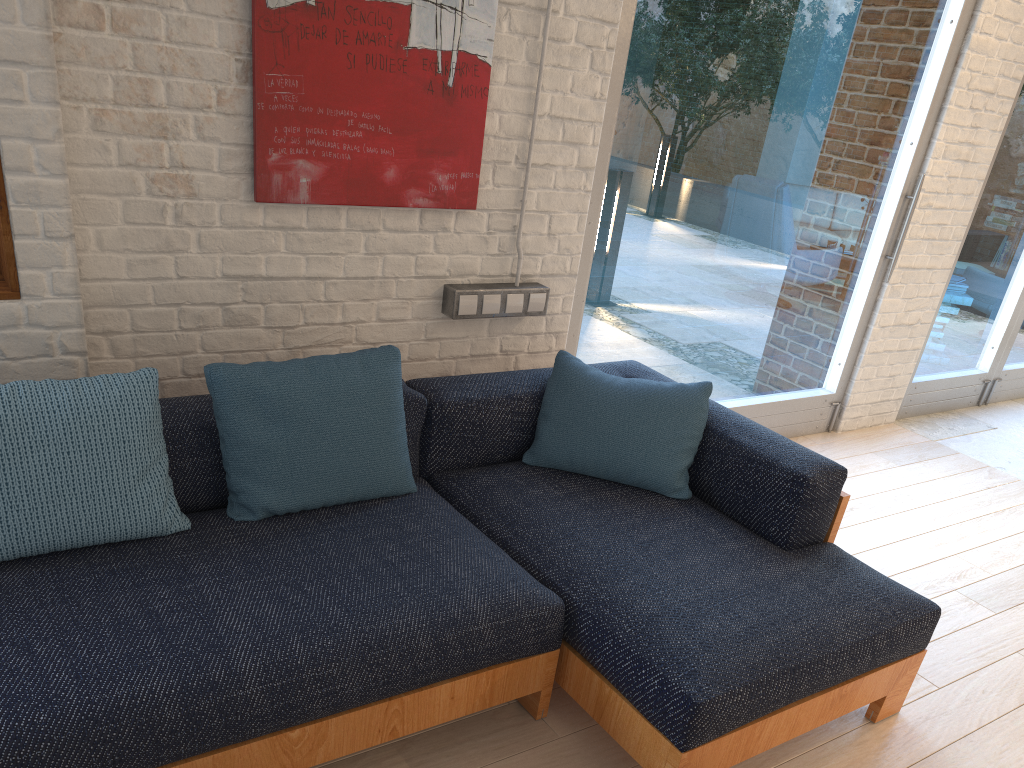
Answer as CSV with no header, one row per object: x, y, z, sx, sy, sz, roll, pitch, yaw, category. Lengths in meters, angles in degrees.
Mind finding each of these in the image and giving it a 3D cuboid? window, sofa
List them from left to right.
-0.616,0.686,1.759,3.898,0.710,1.964,-6,26,-34,sofa
1.935,-2.835,3.395,12.174,6.862,0.610,-7,30,-32,window

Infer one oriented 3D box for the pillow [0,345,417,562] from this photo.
-0.797,0.151,2.214,1.195,0.447,0.240,-6,29,-33,pillow

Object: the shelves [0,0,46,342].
-1.470,-0.788,1.746,0.758,1.525,0.181,-9,31,-31,shelves

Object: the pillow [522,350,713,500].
0.363,0.129,2.888,0.560,0.352,0.354,13,24,11,pillow

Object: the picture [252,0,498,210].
-0.368,-1.004,2.468,0.734,1.026,0.018,-8,31,-32,picture
